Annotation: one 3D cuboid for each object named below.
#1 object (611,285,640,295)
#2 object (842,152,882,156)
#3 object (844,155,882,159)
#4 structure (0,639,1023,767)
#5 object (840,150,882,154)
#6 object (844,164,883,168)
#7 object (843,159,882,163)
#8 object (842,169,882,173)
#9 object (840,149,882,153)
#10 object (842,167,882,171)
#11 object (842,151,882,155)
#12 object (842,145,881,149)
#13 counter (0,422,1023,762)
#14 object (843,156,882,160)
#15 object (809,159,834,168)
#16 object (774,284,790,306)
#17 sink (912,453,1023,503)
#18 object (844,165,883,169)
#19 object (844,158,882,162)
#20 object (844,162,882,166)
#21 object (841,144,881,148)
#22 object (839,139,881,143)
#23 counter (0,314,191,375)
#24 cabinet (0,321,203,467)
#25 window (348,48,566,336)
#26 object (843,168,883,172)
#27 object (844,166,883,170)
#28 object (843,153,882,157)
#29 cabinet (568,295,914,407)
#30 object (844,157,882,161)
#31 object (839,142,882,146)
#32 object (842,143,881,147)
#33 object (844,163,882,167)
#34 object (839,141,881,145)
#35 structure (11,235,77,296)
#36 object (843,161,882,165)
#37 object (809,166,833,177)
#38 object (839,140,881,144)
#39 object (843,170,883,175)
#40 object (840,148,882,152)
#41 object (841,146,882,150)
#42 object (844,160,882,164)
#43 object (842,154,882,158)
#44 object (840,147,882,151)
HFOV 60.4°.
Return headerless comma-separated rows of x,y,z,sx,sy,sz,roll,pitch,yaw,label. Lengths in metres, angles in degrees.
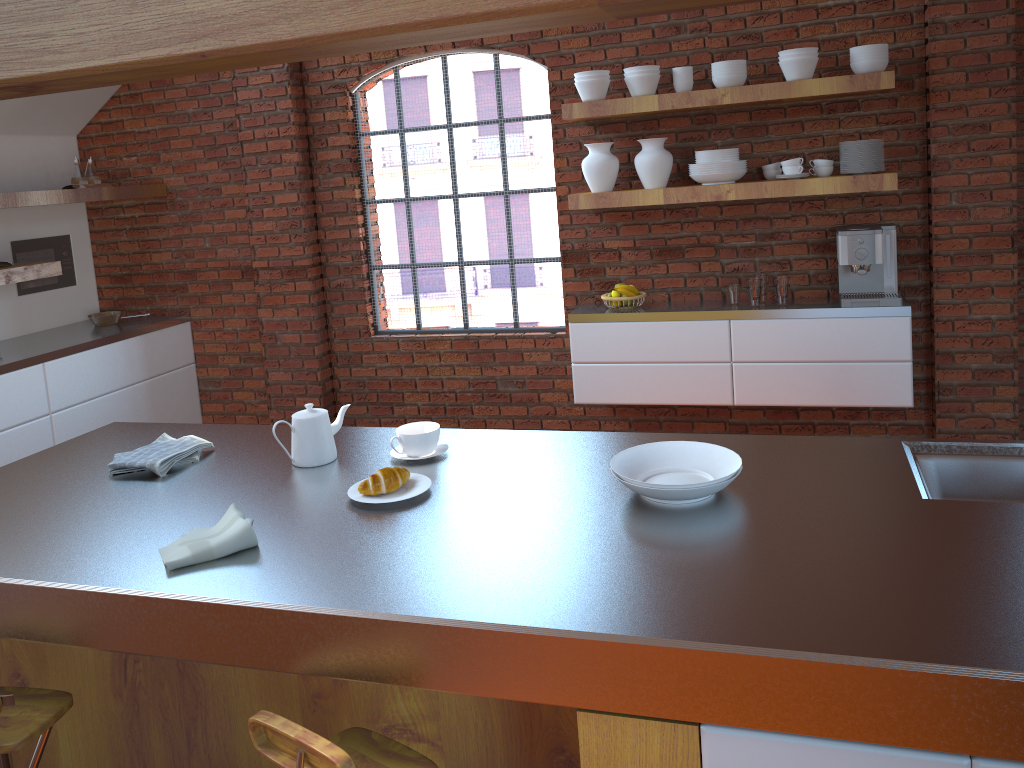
0.605,-0.478,4.559,0.186,0.083,0.067,-13,12,-33,object
1.643,-1.075,4.133,0.195,0.013,0.198,5,17,34,object
1.644,-1.062,4.135,0.195,0.013,0.198,5,17,34,object
0.045,0.764,2.002,3.116,0.754,1.045,0,12,18,structure
1.643,-1.084,4.132,0.195,0.013,0.198,5,17,34,object
1.648,-1.021,4.140,0.195,0.013,0.198,5,17,34,object
1.646,-1.045,4.137,0.195,0.013,0.198,5,17,34,object
1.649,-0.999,4.142,0.195,0.013,0.198,5,17,34,object
1.642,-1.089,4.132,0.195,0.013,0.198,5,17,34,object
1.649,-1.008,4.141,0.195,0.013,0.198,5,17,34,object
1.643,-1.080,4.133,0.195,0.013,0.198,5,17,34,object
1.641,-1.108,4.130,0.195,0.013,0.198,5,17,34,object
0.009,0.322,1.940,3.139,0.128,1.046,0,14,18,counter
1.645,-1.058,4.135,0.195,0.013,0.198,5,17,34,object
1.502,-1.057,4.249,0.100,0.057,0.093,6,16,41,object
1.321,-0.434,4.301,0.078,0.102,0.079,1,11,30,object
1.200,0.307,1.872,0.612,0.196,0.417,0,13,18,sink
1.648,-1.017,4.140,0.195,0.013,0.198,5,17,34,object
1.646,-1.049,4.137,0.195,0.013,0.198,5,17,34,object
1.647,-1.031,4.139,0.195,0.013,0.198,5,17,34,object
1.640,-1.112,4.129,0.195,0.013,0.198,5,17,34,object
1.639,-1.135,4.126,0.195,0.013,0.198,5,17,34,object
-2.722,-0.180,4.861,0.713,0.044,2.027,0,14,18,counter
-2.689,0.241,4.912,0.710,0.803,2.027,-1,13,18,cabinet
3.534,-1.452,6.217,17.399,9.771,3.694,-3,8,9,window
1.649,-1.003,4.142,0.195,0.013,0.198,5,17,34,object
1.648,-1.012,4.141,0.195,0.013,0.198,5,17,34,object
1.644,-1.071,4.134,0.195,0.013,0.198,5,17,34,object
1.127,-0.167,4.467,1.620,0.468,0.344,0,10,18,cabinet
1.645,-1.053,4.136,0.195,0.013,0.198,5,17,34,object
1.640,-1.121,4.128,0.195,0.013,0.198,5,17,34,object
1.640,-1.117,4.128,0.195,0.013,0.198,5,17,34,object
1.647,-1.026,4.139,0.195,0.013,0.198,5,17,34,object
1.639,-1.125,4.127,0.195,0.013,0.198,5,17,34,object
-2.914,-0.747,5.490,0.013,0.329,0.466,-2,11,19,structure
1.647,-1.035,4.138,0.195,0.013,0.198,5,17,34,object
1.501,-1.025,4.248,0.093,0.046,0.099,-13,15,-36,object
1.639,-1.130,4.127,0.195,0.013,0.198,5,17,34,object
1.650,-0.994,4.143,0.195,0.013,0.198,5,17,34,object
1.642,-1.093,4.131,0.195,0.013,0.198,5,17,34,object
1.641,-1.103,4.130,0.195,0.013,0.198,5,17,34,object
1.646,-1.040,4.138,0.195,0.013,0.198,5,17,34,object
1.644,-1.066,4.134,0.195,0.013,0.198,5,17,34,object
1.642,-1.098,4.131,0.195,0.013,0.198,5,17,34,object
